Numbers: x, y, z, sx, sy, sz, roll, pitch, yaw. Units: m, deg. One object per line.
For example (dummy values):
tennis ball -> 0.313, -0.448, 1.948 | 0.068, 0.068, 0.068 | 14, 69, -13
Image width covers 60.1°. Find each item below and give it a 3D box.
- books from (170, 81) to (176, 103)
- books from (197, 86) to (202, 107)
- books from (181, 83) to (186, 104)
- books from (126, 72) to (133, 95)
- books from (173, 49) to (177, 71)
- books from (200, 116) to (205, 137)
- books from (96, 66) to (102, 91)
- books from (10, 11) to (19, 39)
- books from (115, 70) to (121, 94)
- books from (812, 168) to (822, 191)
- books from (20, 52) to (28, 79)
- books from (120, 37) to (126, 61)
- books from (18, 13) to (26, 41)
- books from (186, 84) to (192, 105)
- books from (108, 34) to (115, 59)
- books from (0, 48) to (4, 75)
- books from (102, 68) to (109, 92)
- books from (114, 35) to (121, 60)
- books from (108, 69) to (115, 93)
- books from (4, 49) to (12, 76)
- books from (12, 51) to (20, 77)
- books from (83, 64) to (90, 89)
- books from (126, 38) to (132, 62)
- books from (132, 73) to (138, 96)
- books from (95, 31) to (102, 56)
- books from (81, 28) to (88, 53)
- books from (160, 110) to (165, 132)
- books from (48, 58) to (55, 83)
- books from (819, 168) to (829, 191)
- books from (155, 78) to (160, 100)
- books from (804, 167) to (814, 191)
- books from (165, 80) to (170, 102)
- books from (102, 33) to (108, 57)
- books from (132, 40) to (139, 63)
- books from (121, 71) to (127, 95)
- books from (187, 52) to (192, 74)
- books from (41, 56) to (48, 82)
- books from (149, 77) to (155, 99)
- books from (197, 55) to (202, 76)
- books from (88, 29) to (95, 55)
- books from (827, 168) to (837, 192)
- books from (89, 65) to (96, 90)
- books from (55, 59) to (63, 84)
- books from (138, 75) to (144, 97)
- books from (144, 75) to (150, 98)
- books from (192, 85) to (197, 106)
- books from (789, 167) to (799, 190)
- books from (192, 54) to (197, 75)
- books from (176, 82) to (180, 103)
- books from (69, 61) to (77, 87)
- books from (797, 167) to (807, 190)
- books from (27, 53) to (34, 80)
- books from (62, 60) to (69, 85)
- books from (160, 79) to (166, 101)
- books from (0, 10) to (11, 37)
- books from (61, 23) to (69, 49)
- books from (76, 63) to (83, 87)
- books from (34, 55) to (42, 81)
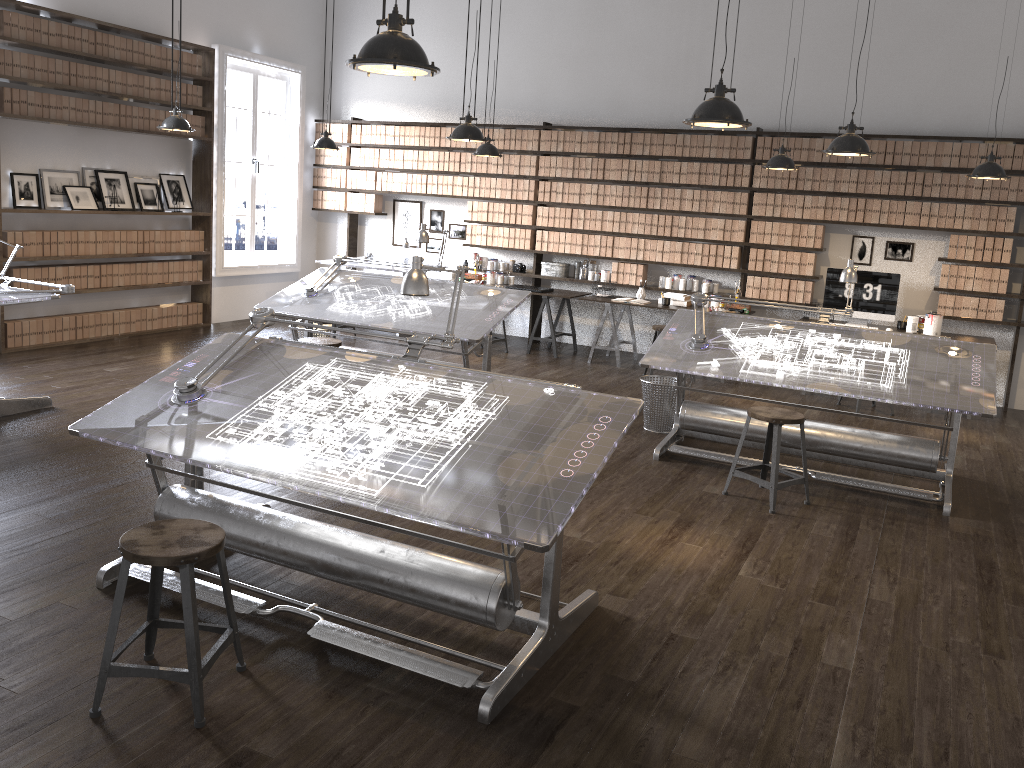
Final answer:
books -> -3.576, -3.026, 9.183 | 0.175, 0.224, 0.067 | 9, 10, 25
books -> -3.413, -3.084, 9.509 | 0.175, 0.224, 0.067 | 9, 10, 25
books -> -3.514, -3.049, 9.310 | 0.175, 0.224, 0.067 | 9, 10, 25
books -> -3.811, -2.939, 8.689 | 0.175, 0.224, 0.067 | 9, 10, 25
books -> -3.545, -3.340, 9.148 | 0.175, 0.224, 0.067 | 9, 10, 25
books -> -3.416, -2.786, 9.597 | 0.175, 0.224, 0.067 | 9, 10, 25
books -> -3.964, -2.884, 8.378 | 0.175, 0.224, 0.067 | 9, 10, 25
books -> -4.311, -3.062, 7.579 | 0.175, 0.224, 0.067 | 9, 10, 25
books -> -3.871, -2.919, 8.575 | 0.175, 0.224, 0.067 | 9, 10, 25
books -> 2.978, -1.988, 8.630 | 0.067, 0.224, 0.175 | 8, 11, 25
books -> -4.300, -2.764, 7.701 | 0.175, 0.224, 0.067 | 9, 10, 25
books -> -3.826, -3.241, 8.583 | 0.175, 0.224, 0.067 | 9, 10, 25
books -> -4.282, -3.074, 7.645 | 0.175, 0.224, 0.067 | 9, 10, 25
books -> -3.476, -3.060, 9.374 | 0.175, 0.224, 0.067 | 9, 10, 25
books -> -3.882, -3.217, 8.453 | 0.175, 0.224, 0.067 | 9, 10, 25
books -> -4.396, -2.731, 7.513 | 0.175, 0.224, 0.067 | 9, 10, 25
books -> -3.935, -2.895, 8.444 | 0.175, 0.224, 0.067 | 9, 10, 25
books -> -3.853, -3.229, 8.519 | 0.175, 0.224, 0.067 | 9, 10, 25
books -> -3.901, -2.907, 8.510 | 0.175, 0.224, 0.067 | 9, 10, 25
books -> -4.364, -2.742, 7.575 | 0.175, 0.224, 0.067 | 9, 10, 25
books -> -4.330, -2.752, 7.636 | 0.175, 0.224, 0.067 | 9, 10, 25
books -> -4.027, -2.863, 8.259 | 0.175, 0.224, 0.067 | 9, 10, 25
books -> -3.794, -3.251, 8.644 | 0.175, 0.224, 0.067 | 9, 10, 25
books -> -3.787, -2.951, 8.755 | 0.175, 0.224, 0.067 | 9, 10, 25
books -> -3.944, -3.195, 8.329 | 0.175, 0.224, 0.067 | 9, 10, 25
books -> -4.009, -3.172, 8.199 | 0.175, 0.224, 0.067 | 9, 10, 25
books -> -3.656, -2.698, 9.102 | 0.175, 0.224, 0.067 | 9, 10, 25
books -> -4.185, -2.807, 7.941 | 0.175, 0.224, 0.067 | 9, 10, 25
books -> 3.041, -1.977, 8.600 | 0.067, 0.224, 0.175 | 8, 11, 25
books -> -3.664, -2.994, 8.999 | 0.175, 0.224, 0.067 | 9, 10, 25
books -> 2.912, -1.997, 8.656 | 0.067, 0.224, 0.175 | 8, 11, 25
books -> -3.607, -3.015, 9.120 | 0.175, 0.224, 0.067 | 9, 10, 25
books -> -3.917, -3.208, 8.397 | 0.175, 0.224, 0.067 | 9, 10, 25
books -> -3.760, -3.263, 8.711 | 0.175, 0.224, 0.067 | 9, 10, 25
books -> -3.845, -2.929, 8.632 | 0.175, 0.224, 0.067 | 9, 10, 25
books -> -3.461, -3.372, 9.325 | 0.175, 0.224, 0.067 | 9, 10, 25
books -> -4.216, -2.796, 7.878 | 0.175, 0.224, 0.067 | 9, 10, 25
books -> -3.691, -2.984, 8.943 | 0.175, 0.224, 0.067 | 9, 10, 25
books -> -3.395, -3.394, 9.449 | 0.175, 0.224, 0.067 | 9, 10, 25
books -> -3.982, -3.184, 8.264 | 0.175, 0.224, 0.067 | 9, 10, 25
books -> 3.099, -1.966, 8.566 | 0.067, 0.224, 0.175 | 8, 11, 25
books -> -3.995, -2.872, 8.313 | 0.175, 0.224, 0.067 | 9, 10, 25
books -> -4.150, -2.817, 8.003 | 0.175, 0.224, 0.067 | 9, 10, 25
books -> -3.755, -2.961, 8.816 | 0.175, 0.224, 0.067 | 9, 10, 25
books -> -3.720, -2.972, 8.877 | 0.175, 0.224, 0.067 | 9, 10, 25
books -> -3.449, -3.072, 9.443 | 0.175, 0.224, 0.067 | 9, 10, 25
books -> 2.781, -2.019, 8.717 | 0.067, 0.224, 0.175 | 8, 11, 25
books -> -3.430, -3.383, 9.388 | 0.175, 0.224, 0.067 | 9, 10, 25
books -> -3.541, -3.037, 9.244 | 0.175, 0.224, 0.067 | 9, 10, 25
books -> -4.085, -2.840, 8.133 | 0.175, 0.224, 0.067 | 9, 10, 25
books -> 2.851, -2.009, 8.690 | 0.067, 0.224, 0.175 | 8, 11, 25
books -> -4.273, -2.774, 7.758 | 0.175, 0.224, 0.067 | 9, 10, 25
books -> -4.123, -2.829, 8.068 | 0.175, 0.224, 0.067 | 9, 10, 25
books -> -3.631, -3.004, 9.057 | 0.175, 0.224, 0.067 | 9, 10, 25
books -> -4.342, -3.051, 7.514 | 0.175, 0.224, 0.067 | 9, 10, 25
books -> -4.099, -3.139, 8.011 | 0.175, 0.224, 0.067 | 9, 10, 25
books -> -4.058, -2.853, 8.201 | 0.175, 0.224, 0.067 | 9, 10, 25
books -> -4.240, -2.784, 7.815 | 0.175, 0.224, 0.067 | 9, 10, 25
